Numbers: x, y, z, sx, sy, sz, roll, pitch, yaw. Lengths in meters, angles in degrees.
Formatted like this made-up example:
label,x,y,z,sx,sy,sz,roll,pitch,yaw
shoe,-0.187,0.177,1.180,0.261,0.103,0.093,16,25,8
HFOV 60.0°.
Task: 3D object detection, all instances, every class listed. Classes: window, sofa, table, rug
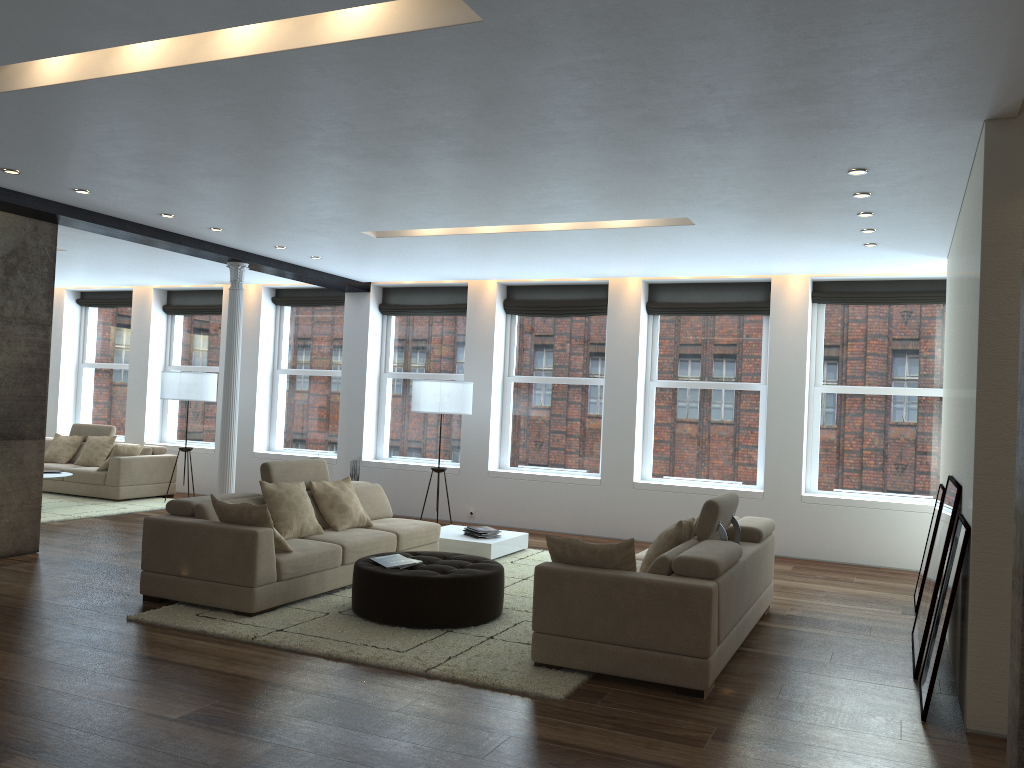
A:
label,x,y,z,sx,sy,sz,roll,pitch,yaw
window,0.557,-0.020,10.950,1.442,2.400,0.123,2,-2,24
window,-4.669,-0.202,13.260,1.345,2.400,0.123,2,-2,24
sofa,1.084,1.206,5.975,1.021,0.950,2.581,2,-2,24
window,2.241,0.039,10.206,1.443,2.400,0.123,2,-2,24
window,-2.778,-0.136,12.424,1.391,2.400,0.123,2,-2,24
window,-1.122,-0.078,11.692,1.432,2.400,0.123,2,-2,24
table,-5.797,1.265,10.536,1.022,0.393,1.022,3,-2,-22
sofa,-1.610,1.113,7.165,1.021,0.950,2.581,2,-2,24
rug,-6.557,1.453,11.195,4.231,0.020,2.972,2,-2,24
rug,-0.257,1.636,7.016,2.972,0.020,4.231,2,-2,24
window,3.980,0.099,9.437,1.563,2.400,0.123,2,-2,24
sofa,-6.008,1.041,12.356,2.581,0.950,1.018,2,-2,24
window,-6.309,-0.259,13.985,1.444,2.400,0.123,2,-2,24
table,-0.426,1.580,8.862,0.900,0.170,0.900,2,-2,24

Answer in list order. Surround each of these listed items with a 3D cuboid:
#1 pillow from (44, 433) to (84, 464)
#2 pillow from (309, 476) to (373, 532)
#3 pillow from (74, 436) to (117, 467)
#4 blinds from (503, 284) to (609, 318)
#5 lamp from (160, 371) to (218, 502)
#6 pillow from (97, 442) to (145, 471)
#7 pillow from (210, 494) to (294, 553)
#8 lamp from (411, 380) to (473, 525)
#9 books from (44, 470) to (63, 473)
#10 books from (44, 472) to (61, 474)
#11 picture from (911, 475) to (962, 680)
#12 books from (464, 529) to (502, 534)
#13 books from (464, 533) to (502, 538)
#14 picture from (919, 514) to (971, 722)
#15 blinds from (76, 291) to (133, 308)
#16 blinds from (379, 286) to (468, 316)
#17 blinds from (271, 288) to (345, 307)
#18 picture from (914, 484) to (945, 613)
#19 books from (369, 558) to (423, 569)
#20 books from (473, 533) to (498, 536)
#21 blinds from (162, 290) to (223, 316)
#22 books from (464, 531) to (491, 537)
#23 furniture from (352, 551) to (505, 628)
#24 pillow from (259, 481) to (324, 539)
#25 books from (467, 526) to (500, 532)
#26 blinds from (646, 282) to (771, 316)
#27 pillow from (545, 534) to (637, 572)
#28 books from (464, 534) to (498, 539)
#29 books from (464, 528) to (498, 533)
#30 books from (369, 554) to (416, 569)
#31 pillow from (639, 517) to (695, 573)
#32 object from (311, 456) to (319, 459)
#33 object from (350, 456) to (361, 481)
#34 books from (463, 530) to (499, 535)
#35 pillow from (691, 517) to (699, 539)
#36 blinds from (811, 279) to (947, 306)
label,x,y,z,sx,sy,sz,roll,pitch,yaw
pillow,-6.342,0.911,12.508,0.519,0.416,0.368,2,-2,19
pillow,-1.456,1.009,7.507,0.368,0.416,0.519,2,-2,28
pillow,-5.765,0.921,12.267,0.534,0.439,0.301,2,-2,20
blinds,0.580,-1.029,10.918,1.439,0.424,0.156,2,-2,24
lamp,-4.296,0.710,11.699,0.698,1.728,0.698,4,-2,-42
pillow,-5.167,0.957,11.742,0.395,0.393,0.518,2,-2,20
pillow,-1.809,0.970,6.150,0.518,0.393,0.395,2,-2,27
lamp,-0.832,0.831,10.169,0.698,1.728,0.698,4,-2,-42
books,-5.676,1.066,10.809,0.220,0.010,0.300,1,-2,39
books,-5.664,1.076,10.787,0.300,0.010,0.220,3,-2,-31
picture,2.694,1.176,5.654,0.225,1.140,1.183,2,-2,24
books,-0.285,1.445,8.728,0.300,0.010,0.220,1,-2,39
books,-0.287,1.484,8.727,0.300,0.010,0.220,1,-2,44
picture,2.292,1.209,4.713,0.195,0.988,0.700,2,-2,24
blinds,-6.283,-1.334,13.954,1.442,0.275,0.156,2,-2,24
blinds,-1.107,-1.094,11.647,1.431,0.395,0.183,2,-2,24
blinds,-2.755,-1.211,12.395,1.396,0.275,0.156,2,-2,24
picture,3.411,1.324,7.251,0.195,0.988,0.700,2,-2,24
books,-0.797,1.224,6.098,0.300,0.031,0.219,1,-2,39
books,-0.286,1.464,8.728,0.220,0.010,0.300,3,-1,-16
blinds,-4.648,-1.218,13.229,1.342,0.393,0.156,2,-2,24
books,-0.308,1.473,8.714,0.220,0.010,0.300,3,-2,-31
furniture,-0.582,1.414,6.205,1.057,0.355,1.057,2,-2,26
pillow,-1.719,0.972,6.942,0.301,0.439,0.534,2,-2,27
books,-0.284,1.426,8.729,0.220,0.010,0.300,3,-2,-26
blinds,2.263,-0.978,10.174,1.442,0.393,0.156,2,-2,24
pillow,0.475,1.050,5.140,0.518,0.393,0.395,2,-2,20
books,-0.309,1.492,8.714,0.220,0.010,0.300,3,-2,-31
books,-0.306,1.434,8.715,0.220,0.010,0.300,3,-2,-31
books,-0.818,1.215,6.085,0.220,0.040,0.301,3,-2,-31
pillow,1.000,1.067,5.740,0.301,0.439,0.534,2,-2,20
object,-2.471,1.254,10.984,0.458,0.781,0.458,2,-2,23
object,-1.957,1.278,10.995,0.458,0.781,0.458,2,-2,23
books,-0.307,1.453,8.715,0.220,0.010,0.300,4,-2,-41
pillow,1.239,1.103,6.316,0.368,0.416,0.519,2,-2,19
blinds,4.006,-0.971,9.407,1.563,0.275,0.156,2,-2,24
